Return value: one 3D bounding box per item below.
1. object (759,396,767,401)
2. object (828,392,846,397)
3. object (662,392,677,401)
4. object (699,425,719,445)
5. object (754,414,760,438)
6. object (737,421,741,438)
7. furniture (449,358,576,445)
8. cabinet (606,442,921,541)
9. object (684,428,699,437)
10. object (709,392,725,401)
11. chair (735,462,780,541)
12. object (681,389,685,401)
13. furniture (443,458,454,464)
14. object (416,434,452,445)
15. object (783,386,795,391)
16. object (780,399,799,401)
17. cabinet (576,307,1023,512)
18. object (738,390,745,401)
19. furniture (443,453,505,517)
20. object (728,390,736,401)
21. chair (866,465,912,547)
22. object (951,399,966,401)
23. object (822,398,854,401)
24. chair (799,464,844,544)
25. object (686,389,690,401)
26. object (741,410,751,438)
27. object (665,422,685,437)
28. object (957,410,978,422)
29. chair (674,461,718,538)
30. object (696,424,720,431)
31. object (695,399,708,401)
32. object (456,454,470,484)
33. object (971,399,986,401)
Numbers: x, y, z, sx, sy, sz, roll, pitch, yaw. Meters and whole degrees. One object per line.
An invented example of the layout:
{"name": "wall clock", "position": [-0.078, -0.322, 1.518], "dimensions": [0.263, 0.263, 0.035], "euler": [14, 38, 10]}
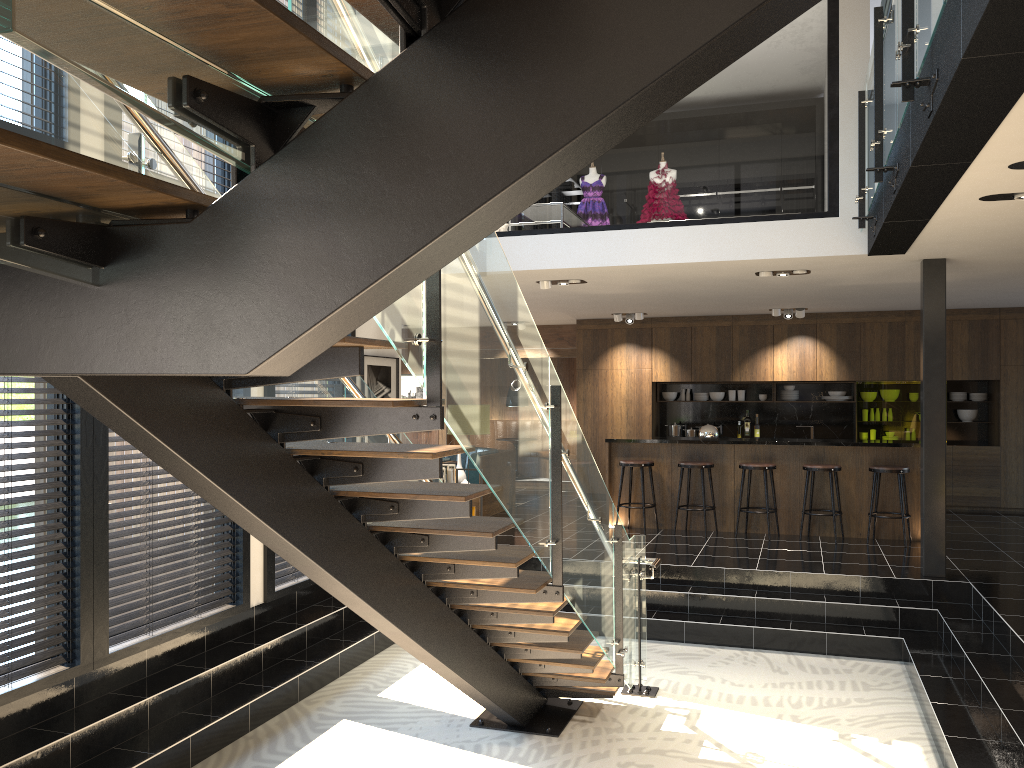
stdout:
{"name": "object", "position": [3.741, 0.217, 13.213], "dimensions": [0.122, 0.072, 0.122], "euler": [-1, -1, 43]}
{"name": "object", "position": [4.730, 0.154, 12.894], "dimensions": [0.254, 0.088, 0.254], "euler": [-1, -1, 43]}
{"name": "object", "position": [2.425, 0.195, 13.642], "dimensions": [0.234, 0.138, 0.234], "euler": [0, -1, 21]}
{"name": "object", "position": [2.231, 0.574, 10.045], "dimensions": [0.227, 0.228, 0.227], "euler": [0, 0, -21]}
{"name": "object", "position": [3.683, 0.647, 13.328], "dimensions": [0.077, 0.395, 0.077], "euler": [0, 0, -30]}
{"name": "object", "position": [3.433, 0.702, 13.397], "dimensions": [0.058, 0.287, 0.058], "euler": [0, 0, 31]}
{"name": "furniture", "position": [0.214, 0.440, 15.405], "dimensions": [2.638, 2.335, 1.174], "euler": [0, 0, 17]}
{"name": "cabinet", "position": [2.885, 1.169, 10.027], "dimensions": [3.564, 0.994, 0.698], "euler": [0, 0, 18]}
{"name": "object", "position": [2.696, 0.728, 13.329], "dimensions": [0.210, 0.143, 0.195], "euler": [0, -1, -24]}
{"name": "object", "position": [3.104, 0.194, 13.420], "dimensions": [0.234, 0.138, 0.234], "euler": [0, -1, 38]}
{"name": "chair", "position": [2.667, 1.264, 9.630], "dimensions": [0.412, 0.799, 0.412], "euler": [0, 0, 27]}
{"name": "object", "position": [2.621, 0.165, 13.578], "dimensions": [0.060, 0.185, 0.060], "euler": [0, 0, -41]}
{"name": "furniture", "position": [-2.118, 1.256, 9.942], "dimensions": [2.609, 0.822, 1.365], "euler": [0, -1, 18]}
{"name": "object", "position": [-0.798, 0.790, 9.044], "dimensions": [0.607, 0.744, 0.406], "euler": [0, 0, -22]}
{"name": "object", "position": [4.116, 0.069, 13.163], "dimensions": [0.168, 0.087, 0.168], "euler": [0, -1, 38]}
{"name": "object", "position": [4.119, 0.239, 13.163], "dimensions": [0.269, 0.024, 0.269], "euler": [0, -1, -34]}
{"name": "cabinet", "position": [4.390, 0.354, 12.829], "dimensions": [6.892, 2.690, 0.869], "euler": [0, 0, 18]}
{"name": "object", "position": [3.438, 0.174, 13.287], "dimensions": [0.109, 0.161, 0.109], "euler": [0, 0, 31]}
{"name": "furniture", "position": [-1.408, 1.282, 11.987], "dimensions": [2.609, 0.822, 1.365], "euler": [0, -1, 18]}
{"name": "object", "position": [3.310, 0.175, 13.329], "dimensions": [0.109, 0.161, 0.109], "euler": [0, 0, 1]}
{"name": "chair", "position": [3.922, 1.258, 9.220], "dimensions": [0.412, 0.799, 0.412], "euler": [0, 0, 27]}
{"name": "object", "position": [6.234, 0.224, 12.390], "dimensions": [0.220, 0.033, 0.220], "euler": [0, -1, 28]}
{"name": "object", "position": [4.732, 0.229, 12.892], "dimensions": [0.438, 0.039, 0.438], "euler": [0, -1, -36]}
{"name": "chair", "position": [3.294, 1.261, 9.425], "dimensions": [0.412, 0.799, 0.412], "euler": [0, 0, 27]}
{"name": "object", "position": [2.693, 0.164, 13.554], "dimensions": [0.060, 0.185, 0.060], "euler": [0, 0, -13]}
{"name": "object", "position": [3.530, 0.620, 13.370], "dimensions": [0.133, 0.451, 0.116], "euler": [0, 0, 18]}
{"name": "object", "position": [2.480, 0.692, 13.495], "dimensions": [0.255, 0.218, 0.236], "euler": [0, 0, -24]}
{"name": "object", "position": [6.351, 0.444, 12.362], "dimensions": [0.264, 0.170, 0.264], "euler": [0, -1, -7]}
{"name": "chair", "position": [2.039, 1.267, 9.835], "dimensions": [0.412, 0.799, 0.412], "euler": [0, 0, 27]}
{"name": "object", "position": [2.905, 0.697, 13.139], "dimensions": [0.300, 0.218, 0.278], "euler": [0, -1, -39]}
{"name": "object", "position": [2.880, 0.245, 13.485], "dimensions": [0.220, 0.033, 0.220], "euler": [0, -1, 15]}
{"name": "object", "position": [-0.609, 0.974, 9.879], "dimensions": [0.319, 0.398, 0.316], "euler": [0, 0, -6]}
{"name": "object", "position": [6.475, 0.223, 12.311], "dimensions": [0.220, 0.033, 0.220], "euler": [0, -1, 1]}
